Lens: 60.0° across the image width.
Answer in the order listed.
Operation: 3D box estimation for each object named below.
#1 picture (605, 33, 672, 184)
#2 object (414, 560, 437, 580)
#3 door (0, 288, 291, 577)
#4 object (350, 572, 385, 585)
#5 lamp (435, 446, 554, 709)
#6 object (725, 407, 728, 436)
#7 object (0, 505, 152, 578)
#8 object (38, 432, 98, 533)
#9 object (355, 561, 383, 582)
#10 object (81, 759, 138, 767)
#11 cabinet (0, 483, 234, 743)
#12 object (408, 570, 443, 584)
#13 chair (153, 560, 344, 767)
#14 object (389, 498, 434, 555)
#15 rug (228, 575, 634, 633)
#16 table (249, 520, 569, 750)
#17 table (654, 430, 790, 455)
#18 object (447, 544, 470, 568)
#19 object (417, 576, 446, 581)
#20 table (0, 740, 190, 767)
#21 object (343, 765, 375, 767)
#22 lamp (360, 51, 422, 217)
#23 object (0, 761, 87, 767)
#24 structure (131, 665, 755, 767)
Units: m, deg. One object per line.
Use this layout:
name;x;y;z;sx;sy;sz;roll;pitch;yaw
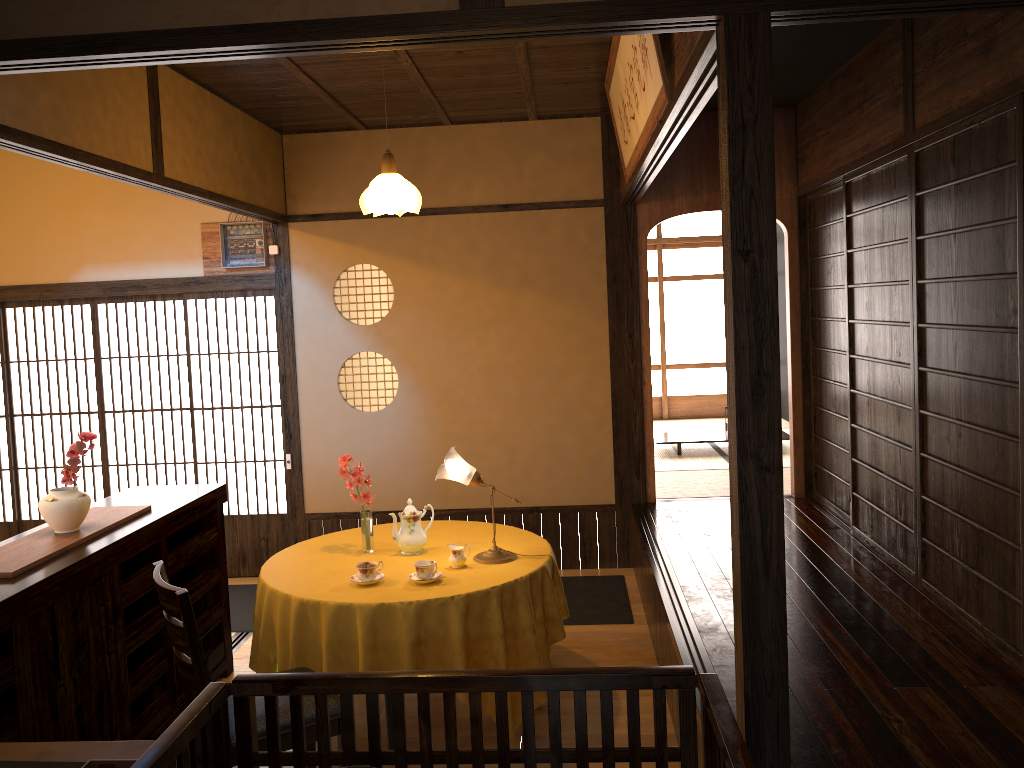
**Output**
picture;0.528;-1.318;3.974;0.117;0.564;2.048;-2;5;4
object;-0.356;0.766;3.636;0.090;0.076;0.099;-3;4;-12
door;-2.884;0.389;6.249;2.648;1.997;0.066;-2;3;4
object;-0.597;0.807;3.658;0.144;0.024;0.144;-6;6;-36
lamp;-0.065;0.865;3.940;0.511;1.201;0.198;-2;3;4
object;2.068;0.329;8.040;0.260;0.258;0.150;-2;4;4
object;-1.774;0.600;3.471;0.267;0.020;0.999;-2;5;4
object;-1.769;0.390;3.590;0.189;0.377;0.322;-2;4;12
object;-0.594;0.775;3.654;0.099;0.076;0.090;0;5;28
object;-0.920;0.888;1.887;0.121;0.028;0.296;-2;5;4
cabinet;-1.744;1.096;3.468;0.489;0.969;2.190;-2;5;4
object;-0.356;0.798;3.642;0.144;0.024;0.144;-6;6;-36
chair;-0.915;1.098;3.112;0.578;0.958;0.491;-5;4;-31
object;-0.459;0.650;4.083;0.163;0.252;0.154;-1;4;17
rug;-0.758;1.361;5.510;2.954;0.005;0.903;-2;5;4
table;-0.457;1.126;4.063;1.444;0.694;1.446;-2;5;4
table;1.888;0.524;8.062;1.200;0.118;0.601;-2;5;4
object;-0.232;0.739;3.831;0.083;0.098;0.078;-5;4;-27
object;-0.332;0.792;3.596;0.126;0.019;0.029;-2;4;7
table;-1.176;1.083;1.912;0.880;0.336;0.601;-2;5;4
object;-0.301;0.841;1.705;0.198;0.216;0.198;1;5;42
lamp;-0.559;-1.161;3.951;0.249;0.809;0.277;-1;4;25
object;-1.192;0.914;1.903;0.760;0.003;0.406;-2;5;7
structure;-0.129;0.960;1.846;1.197;0.499;0.599;-2;4;4
